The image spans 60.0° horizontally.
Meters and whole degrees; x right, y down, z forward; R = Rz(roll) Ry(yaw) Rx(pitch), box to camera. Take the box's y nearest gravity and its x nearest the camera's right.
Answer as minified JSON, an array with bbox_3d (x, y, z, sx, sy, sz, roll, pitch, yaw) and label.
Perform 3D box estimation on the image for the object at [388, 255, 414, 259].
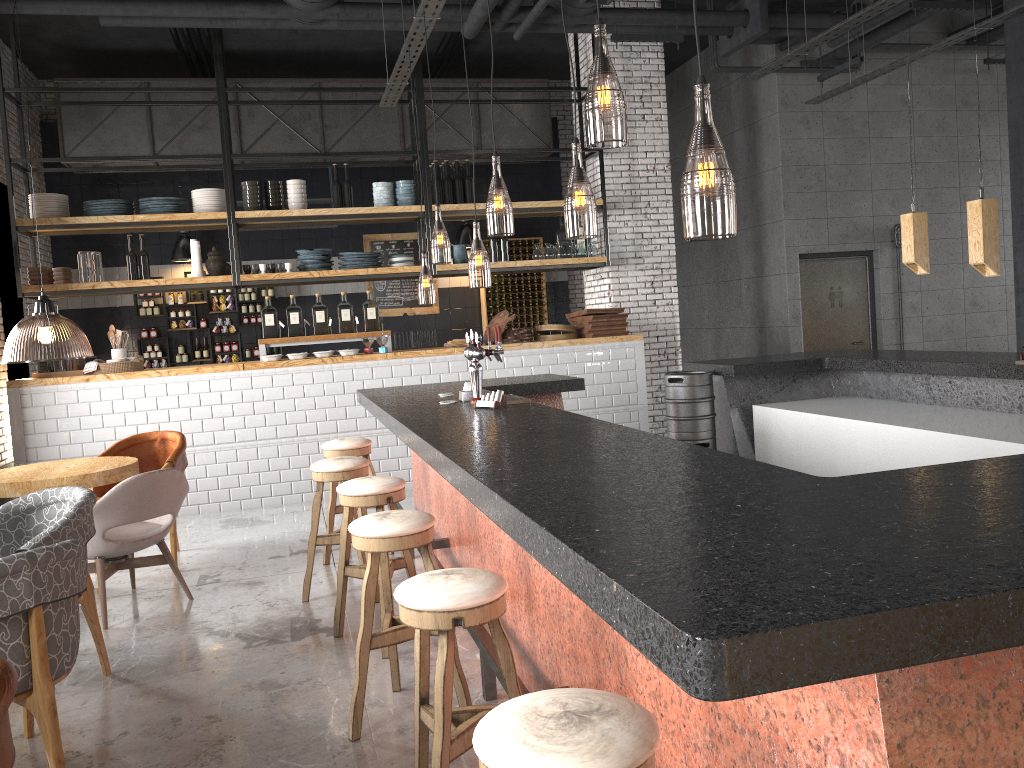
[{"bbox_3d":[-1.141,-1.298,9.115,0.265,0.034,0.265,-4,4,-1],"label":"object"}]

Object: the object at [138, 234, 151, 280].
[{"bbox_3d":[-3.591,-1.221,8.644,0.098,0.470,0.098,-6,4,-36],"label":"object"}]

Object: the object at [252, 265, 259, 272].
[{"bbox_3d":[-2.510,-1.109,8.665,0.072,0.097,0.072,-6,4,-28],"label":"object"}]

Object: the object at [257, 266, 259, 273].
[{"bbox_3d":[-2.539,-1.115,8.778,0.072,0.097,0.072,-3,3,18],"label":"object"}]

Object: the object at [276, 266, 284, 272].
[{"bbox_3d":[-2.338,-1.141,8.950,0.072,0.097,0.072,-1,4,43],"label":"object"}]

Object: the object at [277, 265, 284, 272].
[{"bbox_3d":[-2.309,-1.135,8.837,0.072,0.097,0.072,-4,3,-6],"label":"object"}]

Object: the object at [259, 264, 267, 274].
[{"bbox_3d":[-2.405,-1.110,8.571,0.072,0.097,0.072,-2,4,26],"label":"object"}]

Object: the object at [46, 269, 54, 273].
[{"bbox_3d":[-4.418,-1.061,8.422,0.157,0.053,0.168,-5,4,-14],"label":"object"}]

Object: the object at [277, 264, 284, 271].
[{"bbox_3d":[-2.280,-1.129,8.723,0.072,0.097,0.072,-2,4,35],"label":"object"}]

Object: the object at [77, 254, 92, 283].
[{"bbox_3d":[-3.944,-1.065,8.208,0.106,0.264,0.152,-3,3,13],"label":"object"}]

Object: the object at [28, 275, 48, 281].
[{"bbox_3d":[-4.364,-0.970,8.175,0.157,0.053,0.168,-5,4,-14],"label":"object"}]

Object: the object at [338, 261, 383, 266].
[{"bbox_3d":[-1.536,-1.215,9.017,0.453,0.050,0.454,-3,4,6],"label":"object"}]

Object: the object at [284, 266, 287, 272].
[{"bbox_3d":[-2.262,-1.147,8.969,0.072,0.097,0.072,-5,3,-14],"label":"object"}]

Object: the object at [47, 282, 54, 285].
[{"bbox_3d":[-4.410,-0.940,8.428,0.157,0.053,0.168,-5,4,-14],"label":"object"}]

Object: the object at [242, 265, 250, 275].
[{"bbox_3d":[-2.556,-1.097,8.533,0.072,0.097,0.072,-3,3,9],"label":"object"}]

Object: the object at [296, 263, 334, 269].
[{"bbox_3d":[-1.975,-1.167,8.909,0.373,0.067,0.372,-6,5,-33],"label":"object"}]

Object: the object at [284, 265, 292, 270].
[{"bbox_3d":[-2.233,-1.141,8.856,0.072,0.097,0.072,-5,3,-15],"label":"object"}]

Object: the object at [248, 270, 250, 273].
[{"bbox_3d":[-2.585,-1.103,8.646,0.072,0.097,0.072,-5,3,-15],"label":"object"}]

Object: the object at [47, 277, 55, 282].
[{"bbox_3d":[-4.413,-0.984,8.426,0.157,0.053,0.168,-5,4,-14],"label":"object"}]

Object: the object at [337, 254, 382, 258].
[{"bbox_3d":[-1.543,-1.286,9.012,0.454,0.048,0.454,-3,4,13],"label":"object"}]

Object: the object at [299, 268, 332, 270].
[{"bbox_3d":[-1.971,-1.145,8.907,0.335,0.046,0.334,-6,5,-29],"label":"object"}]

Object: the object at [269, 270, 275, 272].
[{"bbox_3d":[-2.355,-1.122,8.704,0.072,0.097,0.072,-3,3,14],"label":"object"}]

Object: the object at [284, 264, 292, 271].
[{"bbox_3d":[-2.204,-1.135,8.742,0.072,0.097,0.072,-4,3,-10],"label":"object"}]

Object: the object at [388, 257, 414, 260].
[{"bbox_3d":[-1.140,-1.279,9.116,0.263,0.029,0.263,-7,5,-38],"label":"object"}]

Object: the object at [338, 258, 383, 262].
[{"bbox_3d":[-1.539,-1.264,9.013,0.452,0.065,0.454,-1,5,39],"label":"object"}]

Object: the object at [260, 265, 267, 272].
[{"bbox_3d":[-2.434,-1.116,8.684,0.072,0.097,0.072,-5,3,-13],"label":"object"}]

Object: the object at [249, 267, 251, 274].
[{"bbox_3d":[-2.614,-1.109,8.759,0.072,0.097,0.072,-5,4,-26],"label":"object"}]

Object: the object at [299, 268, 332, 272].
[{"bbox_3d":[-1.971,-1.131,8.909,0.335,0.033,0.335,0,6,45],"label":"object"}]

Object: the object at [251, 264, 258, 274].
[{"bbox_3d":[-2.481,-1.103,8.552,0.072,0.097,0.072,-3,3,8],"label":"object"}]

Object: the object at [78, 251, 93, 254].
[{"bbox_3d":[-4.032,-1.101,8.445,0.126,0.313,0.179,-3,3,18],"label":"object"}]

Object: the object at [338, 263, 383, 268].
[{"bbox_3d":[-1.537,-1.191,9.017,0.454,0.042,0.454,-7,5,-39],"label":"object"}]

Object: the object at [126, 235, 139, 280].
[{"bbox_3d":[-3.695,-1.213,8.618,0.098,0.470,0.098,-6,4,-36],"label":"object"}]

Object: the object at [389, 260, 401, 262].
[{"bbox_3d":[-1.138,-1.258,9.117,0.263,0.032,0.264,-1,5,34],"label":"object"}]

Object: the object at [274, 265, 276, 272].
[{"bbox_3d":[-2.384,-1.128,8.818,0.072,0.097,0.072,-3,3,16],"label":"object"}]

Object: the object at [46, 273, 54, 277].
[{"bbox_3d":[-4.415,-1.020,8.424,0.157,0.053,0.168,-5,4,-14],"label":"object"}]

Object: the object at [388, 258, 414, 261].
[{"bbox_3d":[-1.140,-1.269,9.117,0.263,0.028,0.264,-3,4,13],"label":"object"}]

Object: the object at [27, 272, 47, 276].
[{"bbox_3d":[-4.367,-1.006,8.173,0.157,0.053,0.168,-5,4,-14],"label":"object"}]

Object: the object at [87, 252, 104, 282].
[{"bbox_3d":[-3.907,-1.087,8.327,0.118,0.293,0.169,-4,3,-9],"label":"object"}]

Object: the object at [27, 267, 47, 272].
[{"bbox_3d":[-4.369,-1.047,8.171,0.157,0.053,0.168,-5,4,-14],"label":"object"}]

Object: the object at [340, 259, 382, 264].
[{"bbox_3d":[-1.540,-1.240,9.013,0.454,0.062,0.453,-2,5,30],"label":"object"}]

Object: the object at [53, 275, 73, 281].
[{"bbox_3d":[-4.240,-0.991,8.358,0.157,0.053,0.168,-5,4,-9],"label":"object"}]

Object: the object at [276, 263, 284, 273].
[{"bbox_3d":[-2.251,-1.123,8.610,0.072,0.097,0.072,-4,3,-5],"label":"object"}]

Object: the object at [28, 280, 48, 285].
[{"bbox_3d":[-4.361,-0.925,8.177,0.157,0.053,0.168,-5,4,-14],"label":"object"}]

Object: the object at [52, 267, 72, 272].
[{"bbox_3d":[-4.245,-1.068,8.355,0.157,0.053,0.168,-5,4,-9],"label":"object"}]

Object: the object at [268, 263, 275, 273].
[{"bbox_3d":[-2.326,-1.116,8.591,0.072,0.097,0.072,-4,3,6],"label":"object"}]

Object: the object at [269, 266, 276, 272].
[{"bbox_3d":[-2.413,-1.134,8.931,0.072,0.097,0.072,-2,4,30],"label":"object"}]

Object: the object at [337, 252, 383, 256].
[{"bbox_3d":[-1.542,-1.310,9.012,0.453,0.062,0.454,-4,4,1],"label":"object"}]

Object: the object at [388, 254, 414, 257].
[{"bbox_3d":[-1.143,-1.309,9.115,0.265,0.037,0.265,-5,4,-19],"label":"object"}]

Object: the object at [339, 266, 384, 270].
[{"bbox_3d":[-1.534,-1.167,9.019,0.454,0.033,0.454,-6,5,-32],"label":"object"}]

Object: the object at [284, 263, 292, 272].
[{"bbox_3d":[-2.175,-1.129,8.629,0.072,0.097,0.072,-3,3,18],"label":"object"}]

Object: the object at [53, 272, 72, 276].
[{"bbox_3d":[-4.242,-1.027,8.357,0.157,0.053,0.168,-5,4,-9],"label":"object"}]

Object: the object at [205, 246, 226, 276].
[{"bbox_3d":[-2.879,-1.188,8.612,0.196,0.305,0.196,-3,3,23],"label":"object"}]

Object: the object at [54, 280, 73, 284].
[{"bbox_3d":[-4.236,-0.947,8.361,0.157,0.053,0.168,-5,4,-9],"label":"object"}]
